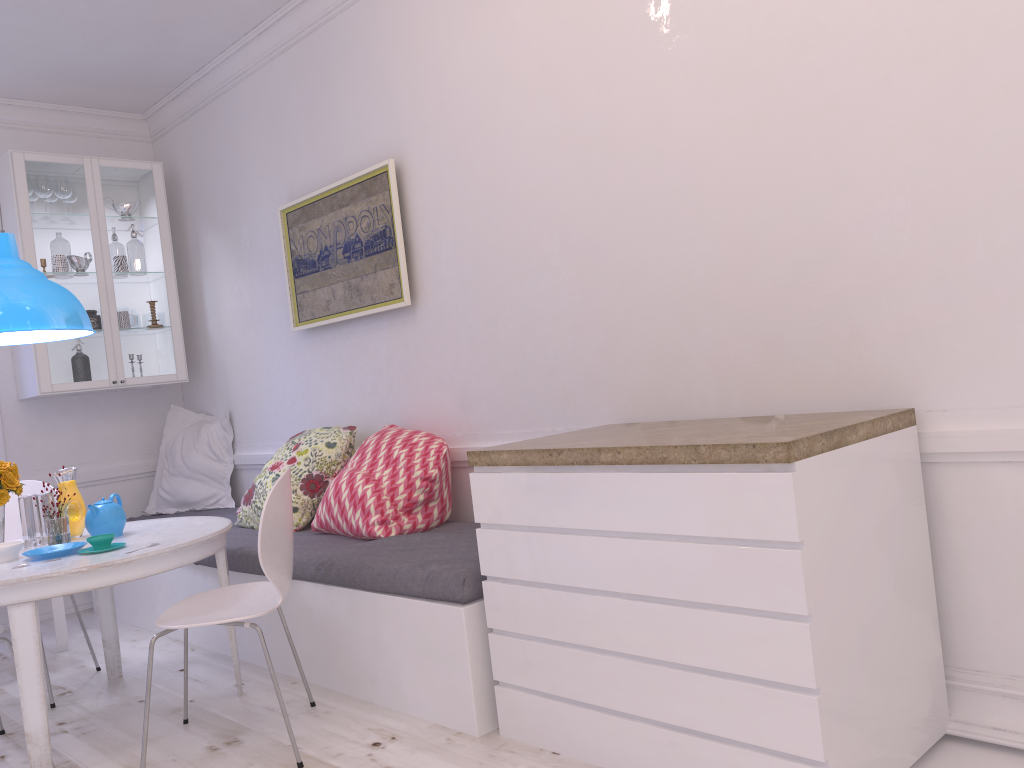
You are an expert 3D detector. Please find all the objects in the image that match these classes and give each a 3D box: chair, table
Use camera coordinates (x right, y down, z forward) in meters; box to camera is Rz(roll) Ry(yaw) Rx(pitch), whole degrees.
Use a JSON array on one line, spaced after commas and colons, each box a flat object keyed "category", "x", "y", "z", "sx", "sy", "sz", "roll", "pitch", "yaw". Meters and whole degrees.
[{"category": "chair", "x": -1.813, "y": 0.817, "z": 2.754, "sx": 0.483, "sy": 0.845, "sz": 0.604, "roll": -7, "pitch": 1, "yaw": -44}, {"category": "chair", "x": -0.888, "y": 0.708, "z": 2.764, "sx": 0.483, "sy": 0.845, "sz": 0.604, "roll": -7, "pitch": 1, "yaw": -9}, {"category": "table", "x": -1.545, "y": 0.889, "z": 3.133, "sx": 1.140, "sy": 0.629, "sz": 1.140, "roll": -7, "pitch": 1, "yaw": -15}, {"category": "table", "x": -2.834, "y": 1.038, "z": 3.941, "sx": 1.514, "sy": 0.619, "sz": 0.736, "roll": -7, "pitch": 1, "yaw": -44}, {"category": "chair", "x": -2.072, "y": 0.839, "z": 3.600, "sx": 0.604, "sy": 0.845, "sz": 0.483, "roll": -7, "pitch": 1, "yaw": 2}]

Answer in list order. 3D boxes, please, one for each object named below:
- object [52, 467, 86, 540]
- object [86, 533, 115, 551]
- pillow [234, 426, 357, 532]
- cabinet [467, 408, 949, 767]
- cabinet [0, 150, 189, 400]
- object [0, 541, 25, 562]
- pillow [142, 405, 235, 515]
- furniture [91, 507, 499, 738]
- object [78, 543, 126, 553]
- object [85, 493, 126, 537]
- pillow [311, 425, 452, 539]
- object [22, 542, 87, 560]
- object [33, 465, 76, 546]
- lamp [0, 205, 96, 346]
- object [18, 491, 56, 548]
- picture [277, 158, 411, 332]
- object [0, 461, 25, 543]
[{"category": "object", "x": -1.667, "y": 0.451, "z": 3.346, "sx": 0.094, "sy": 0.267, "sz": 0.116, "roll": -7, "pitch": 1, "yaw": -17}, {"category": "object", "x": -1.362, "y": 0.526, "z": 2.943, "sx": 0.088, "sy": 0.043, "sz": 0.088, "roll": -7, "pitch": 1, "yaw": -36}, {"category": "pillow", "x": -0.983, "y": 0.439, "z": 4.155, "sx": 0.509, "sy": 0.447, "sz": 0.592, "roll": -7, "pitch": 1, "yaw": -39}, {"category": "cabinet", "x": 0.505, "y": 0.548, "z": 2.458, "sx": 0.654, "sy": 0.842, "sz": 1.036, "roll": -7, "pitch": 1, "yaw": -44}, {"category": "cabinet", "x": -2.413, "y": -0.614, "z": 5.109, "sx": 0.823, "sy": 1.311, "sz": 0.425, "roll": -7, "pitch": 1, "yaw": -44}, {"category": "object", "x": -1.719, "y": 0.568, "z": 2.983, "sx": 0.147, "sy": 0.052, "sz": 0.147, "roll": -7, "pitch": 1, "yaw": -1}, {"category": "pillow", "x": -1.897, "y": 0.430, "z": 5.266, "sx": 0.677, "sy": 0.642, "sz": 0.374, "roll": -7, "pitch": 1, "yaw": 17}, {"category": "furniture", "x": -1.019, "y": 0.881, "z": 4.032, "sx": 0.769, "sy": 0.508, "sz": 3.296, "roll": -7, "pitch": 1, "yaw": -44}, {"category": "object", "x": -1.359, "y": 0.547, "z": 2.943, "sx": 0.147, "sy": 0.011, "sz": 0.147, "roll": -7, "pitch": 1, "yaw": -41}, {"category": "object", "x": -1.497, "y": 0.489, "z": 3.274, "sx": 0.156, "sy": 0.151, "sz": 0.150, "roll": -7, "pitch": 1, "yaw": -40}, {"category": "pillow", "x": -0.515, "y": 0.393, "z": 3.657, "sx": 0.491, "sy": 0.424, "sz": 0.587, "roll": -7, "pitch": 1, "yaw": -41}, {"category": "object", "x": -1.524, "y": 0.560, "z": 2.961, "sx": 0.196, "sy": 0.023, "sz": 0.196, "roll": -6, "pitch": 1, "yaw": 34}, {"category": "object", "x": -1.605, "y": 0.435, "z": 3.139, "sx": 0.128, "sy": 0.287, "sz": 0.128, "roll": -7, "pitch": 1, "yaw": -42}, {"category": "lamp", "x": -2.026, "y": -1.140, "z": 3.410, "sx": 0.568, "sy": 1.948, "sz": 0.568, "roll": -7, "pitch": 1, "yaw": -10}, {"category": "object", "x": -1.756, "y": 0.502, "z": 3.292, "sx": 0.101, "sy": 0.186, "sz": 0.122, "roll": -7, "pitch": 1, "yaw": -14}, {"category": "picture", "x": -0.807, "y": -0.612, "z": 4.126, "sx": 0.020, "sy": 0.629, "sz": 0.971, "roll": -7, "pitch": 1, "yaw": -44}, {"category": "object", "x": -1.880, "y": 0.435, "z": 3.193, "sx": 0.235, "sy": 0.351, "sz": 0.234, "roll": -7, "pitch": 1, "yaw": 11}]
